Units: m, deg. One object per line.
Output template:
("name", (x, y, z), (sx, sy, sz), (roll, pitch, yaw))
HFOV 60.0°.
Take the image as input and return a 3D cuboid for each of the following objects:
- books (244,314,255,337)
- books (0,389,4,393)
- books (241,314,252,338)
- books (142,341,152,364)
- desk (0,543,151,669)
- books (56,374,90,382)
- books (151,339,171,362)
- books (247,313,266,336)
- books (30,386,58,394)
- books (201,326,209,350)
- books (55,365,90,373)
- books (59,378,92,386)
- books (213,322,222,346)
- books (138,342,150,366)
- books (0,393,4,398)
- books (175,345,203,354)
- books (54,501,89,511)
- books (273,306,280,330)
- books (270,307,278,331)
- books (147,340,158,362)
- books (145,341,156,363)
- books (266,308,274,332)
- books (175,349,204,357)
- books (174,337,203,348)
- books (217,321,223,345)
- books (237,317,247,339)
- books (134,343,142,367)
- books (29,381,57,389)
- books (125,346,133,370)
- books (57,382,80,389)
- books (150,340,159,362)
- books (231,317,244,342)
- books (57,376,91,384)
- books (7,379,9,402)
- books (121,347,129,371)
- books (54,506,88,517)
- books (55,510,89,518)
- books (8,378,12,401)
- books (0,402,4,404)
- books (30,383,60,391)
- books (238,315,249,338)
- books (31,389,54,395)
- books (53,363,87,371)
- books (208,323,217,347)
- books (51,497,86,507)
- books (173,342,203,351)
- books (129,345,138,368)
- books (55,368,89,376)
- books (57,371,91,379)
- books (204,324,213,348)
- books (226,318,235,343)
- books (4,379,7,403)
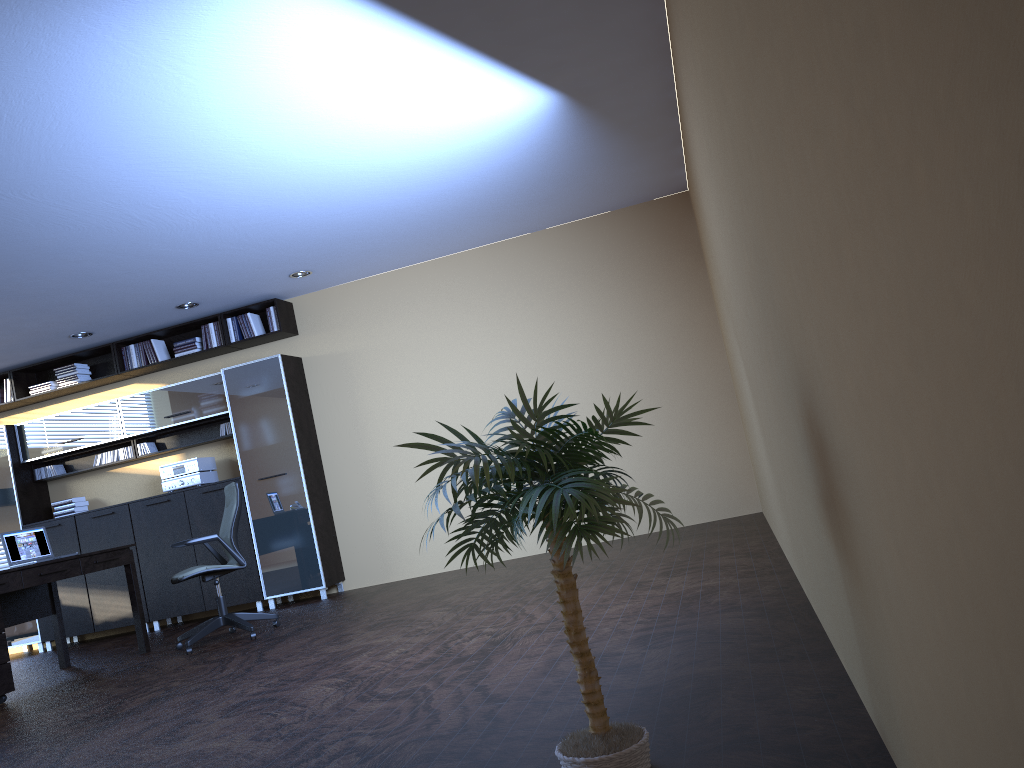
("books", (-2.601, -0.576, 8.951), (0.075, 0.259, 0.207), (-13, -5, 12))
("books", (-5.722, 0.107, 9.666), (0.259, 0.050, 0.207), (-13, -5, 12))
("books", (-2.631, -0.569, 8.961), (0.075, 0.259, 0.207), (-13, -5, 13))
("books", (-3.730, -0.310, 9.218), (0.075, 0.259, 0.207), (-13, -5, 13))
("desk", (-3.646, 1.804, 6.468), (0.915, 0.889, 1.896), (-13, -5, 12))
("books", (-4.677, -0.058, 9.446), (0.259, 0.028, 0.207), (-13, -5, 11))
("books", (-3.629, -0.335, 9.180), (0.072, 0.257, 0.207), (-13, -5, 12))
("books", (-2.571, -0.583, 8.942), (0.075, 0.259, 0.207), (-13, -5, 11))
("books", (-4.977, 0.068, 9.486), (0.259, 0.028, 0.207), (-13, -5, 13))
("books", (-3.099, -0.458, 9.071), (0.055, 0.260, 0.207), (-13, -5, 12))
("books", (-4.670, -0.150, 9.424), (0.259, 0.028, 0.207), (-13, -5, 12))
("books", (-4.629, -0.012, 9.422), (0.259, 0.028, 0.207), (-13, -5, 13))
("books", (-2.950, -0.494, 9.032), (0.050, 0.258, 0.207), (-13, -5, 12))
("books", (-3.790, -0.296, 9.233), (0.050, 0.258, 0.207), (-13, -5, 12))
("books", (-5.690, 0.152, 9.662), (0.259, 0.050, 0.207), (-13, -5, 12))
("books", (-3.295, -0.349, 9.117), (0.259, 0.031, 0.207), (-13, -5, 12))
("books", (-4.676, 1.297, 9.414), (0.259, 0.050, 0.207), (-13, -5, 13))
("books", (-2.302, -0.646, 8.886), (0.050, 0.258, 0.207), (-13, -5, 12))
("books", (-2.345, -0.636, 8.896), (0.036, 0.258, 0.207), (-13, -5, 12))
("books", (-3.669, -0.323, 9.199), (0.072, 0.257, 0.207), (-13, -5, 13))
("books", (-3.699, -0.317, 9.210), (0.075, 0.259, 0.207), (-13, -5, 12))
("books", (-2.385, -0.625, 8.916), (0.050, 0.258, 0.207), (-13, -5, 12))
("books", (-3.295, -0.304, 9.124), (0.259, 0.050, 0.207), (-13, -5, 12))
("books", (-3.303, -0.421, 9.112), (0.259, 0.050, 0.207), (-13, -5, 12))
("books", (-2.901, -0.505, 9.020), (0.050, 0.258, 0.207), (-13, -5, 13))
("books", (-2.687, -0.554, 8.991), (0.075, 0.259, 0.207), (-13, -5, 13))
("books", (-3.839, -0.284, 9.247), (0.050, 0.258, 0.207), (-13, -5, 12))
("books", (-4.995, 0.015, 9.504), (0.259, 0.028, 0.207), (-13, -5, 11))
("books", (-3.939, -0.261, 9.268), (0.050, 0.258, 0.207), (-13, -5, 12))
("books", (-4.646, 0.020, 9.415), (0.259, 0.028, 0.207), (-13, -5, 12))
("books", (-3.645, -0.329, 9.210), (0.072, 0.257, 0.207), (-13, -5, 12))
("books", (-2.754, -0.540, 8.984), (0.050, 0.258, 0.207), (-13, -5, 12))
("books", (-4.654, -0.036, 9.427), (0.259, 0.028, 0.207), (-13, -5, 12))
("books", (-5.379, 0.077, 9.595), (0.075, 0.259, 0.207), (-13, -5, 12))
("books", (-3.988, -0.249, 9.279), (0.050, 0.258, 0.207), (-13, -5, 13))
("books", (-4.679, 1.349, 9.404), (0.259, 0.050, 0.207), (-13, -5, 13))
("books", (-4.660, 1.396, 9.394), (0.259, 0.050, 0.207), (-13, -5, 13))
("books", (-5.352, 0.069, 9.575), (0.075, 0.259, 0.207), (-13, -5, 11))
("books", (-5.672, 0.252, 9.650), (0.259, 0.050, 0.207), (-13, -5, 12))
("books", (-4.970, 0.038, 9.491), (0.259, 0.028, 0.207), (-13, -5, 12))
("books", (-2.662, -0.562, 8.964), (0.075, 0.259, 0.207), (-13, -5, 12))
("books", (-4.961, 0.093, 9.479), (0.259, 0.028, 0.207), (-13, -5, 13))
("books", (-4.696, -0.173, 9.433), (0.259, 0.028, 0.207), (-13, -5, 12))
("books", (-3.000, -0.482, 9.043), (0.050, 0.258, 0.207), (-13, -5, 12))
("books", (-4.709, 1.251, 9.412), (0.259, 0.050, 0.207), (-13, -5, 12))
("books", (-3.313, -0.376, 9.121), (0.259, 0.031, 0.207), (-13, -5, 12))
("books", (-3.890, -0.273, 9.251), (0.050, 0.258, 0.207), (-13, -5, 12))
("books", (-4.675, -0.120, 9.427), (0.259, 0.028, 0.207), (-13, -5, 12))
("books", (-4.657, -0.094, 9.434), (0.259, 0.028, 0.207), (-13, -5, 12))
("books", (-3.048, -0.470, 9.062), (0.050, 0.258, 0.207), (-13, -5, 13))
("books", (-2.803, -0.529, 8.995), (0.050, 0.258, 0.207), (-13, -5, 12))
("books", (-5.411, 0.084, 9.598), (0.075, 0.259, 0.207), (-13, -5, 12))
